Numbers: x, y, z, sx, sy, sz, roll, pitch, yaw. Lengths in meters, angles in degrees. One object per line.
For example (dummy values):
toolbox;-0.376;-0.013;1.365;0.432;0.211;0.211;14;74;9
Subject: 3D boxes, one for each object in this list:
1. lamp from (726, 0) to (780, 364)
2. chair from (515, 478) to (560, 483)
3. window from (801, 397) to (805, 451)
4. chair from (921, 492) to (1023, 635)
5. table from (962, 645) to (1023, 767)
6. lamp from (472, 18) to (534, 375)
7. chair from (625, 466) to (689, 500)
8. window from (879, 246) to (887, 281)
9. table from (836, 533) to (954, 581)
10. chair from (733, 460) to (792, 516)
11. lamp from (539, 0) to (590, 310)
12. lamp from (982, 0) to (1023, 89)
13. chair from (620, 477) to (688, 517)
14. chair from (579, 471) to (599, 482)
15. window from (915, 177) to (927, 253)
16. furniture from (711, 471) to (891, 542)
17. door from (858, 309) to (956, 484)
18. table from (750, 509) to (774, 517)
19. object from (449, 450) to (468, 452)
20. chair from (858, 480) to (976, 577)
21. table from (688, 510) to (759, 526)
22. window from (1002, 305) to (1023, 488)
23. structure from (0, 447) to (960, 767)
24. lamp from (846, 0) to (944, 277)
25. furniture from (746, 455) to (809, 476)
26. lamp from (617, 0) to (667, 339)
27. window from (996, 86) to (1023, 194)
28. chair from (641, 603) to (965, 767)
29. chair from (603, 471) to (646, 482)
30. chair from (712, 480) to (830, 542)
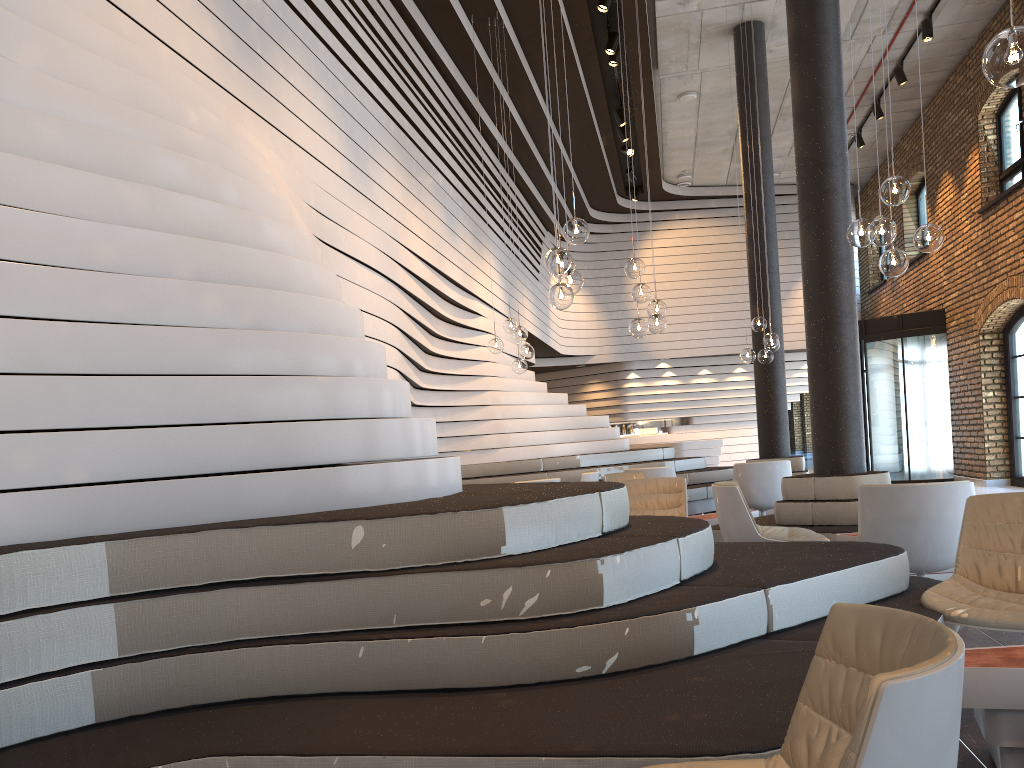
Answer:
lamp;2.159;-2.119;15.105;9.063;4.621;41.801;-5;-4;10
chair;0.151;1.320;8.667;0.650;0.768;0.717;-4;-1;-35
window;7.378;-1.241;12.184;1.576;5.310;41.535;-4;-4;7
chair;1.976;0.821;3.375;0.703;0.768;0.662;-4;-1;-42
table;1.784;0.982;2.635;0.911;0.371;0.411;-5;-1;19
lamp;-0.118;-2.461;9.215;0.527;4.727;0.335;-5;2;-27
chair;1.598;1.290;9.758;0.661;0.768;0.705;-4;-1;27
window;7.897;-2.788;18.411;0.126;1.454;1.565;-4;-1;10
table;2.589;1.128;5.595;0.906;0.371;0.413;-4;-1;4
chair;2.582;1.173;9.108;0.659;0.768;0.707;-4;-1;11
lamp;0.213;-2.814;5.536;0.294;4.688;0.541;-4;2;6
lamp;1.515;-3.055;2.624;0.540;4.641;0.276;-5;2;-27
chair;1.041;1.127;6.821;0.662;0.768;0.704;-4;-1;31
chair;0.614;1.349;9.576;0.713;0.768;0.654;-4;0;10
window;7.359;-2.952;15.481;0.126;1.454;1.565;-4;-1;10
furniture;2.243;1.056;6.717;1.267;0.723;1.784;-3;-3;-19
door;7.383;0.300;15.756;3.220;2.859;3.234;-5;-1;18
table;2.844;1.404;9.862;0.909;0.371;0.412;-5;-1;13
object;-0.848;1.202;13.978;0.365;0.555;0.601;-4;-1;-39
chair;2.243;0.903;4.847;0.662;0.768;0.704;-4;-1;29
table;1.759;1.337;7.746;0.897;0.371;0.417;-1;-3;-42
window;6.946;0.140;11.502;0.130;2.541;2.346;-4;-1;10
structure;-0.126;1.075;5.994;5.785;0.929;18.182;-5;-4;7
lamp;2.127;-2.982;5.133;0.544;4.688;0.293;-4;2;-4
furniture;3.445;1.251;10.805;1.755;0.723;1.288;-1;-4;-44
lamp;0.970;-2.756;7.306;0.311;4.754;0.656;-3;2;19
window;6.608;-3.179;11.394;0.126;1.454;1.565;-4;-1;10
chair;0.404;0.808;1.529;0.714;0.768;0.653;-4;0;15
chair;1.246;1.221;8.395;0.650;0.768;0.717;-4;-1;-39
chair;1.690;1.006;5.752;0.713;0.768;0.653;-4;0;14
